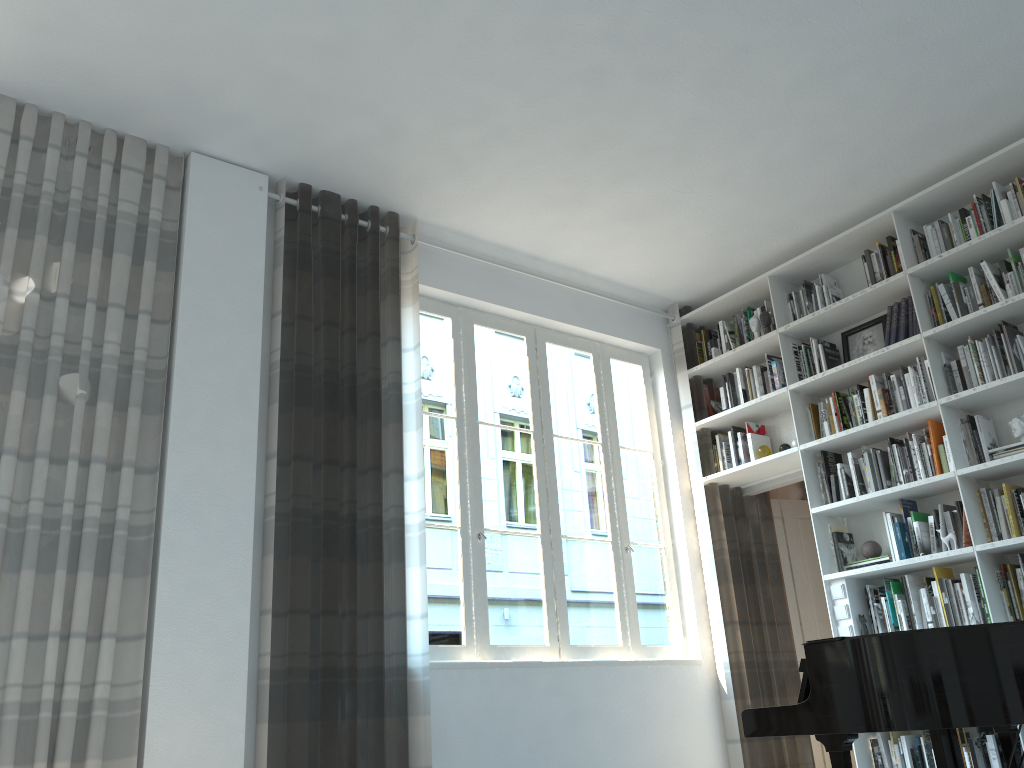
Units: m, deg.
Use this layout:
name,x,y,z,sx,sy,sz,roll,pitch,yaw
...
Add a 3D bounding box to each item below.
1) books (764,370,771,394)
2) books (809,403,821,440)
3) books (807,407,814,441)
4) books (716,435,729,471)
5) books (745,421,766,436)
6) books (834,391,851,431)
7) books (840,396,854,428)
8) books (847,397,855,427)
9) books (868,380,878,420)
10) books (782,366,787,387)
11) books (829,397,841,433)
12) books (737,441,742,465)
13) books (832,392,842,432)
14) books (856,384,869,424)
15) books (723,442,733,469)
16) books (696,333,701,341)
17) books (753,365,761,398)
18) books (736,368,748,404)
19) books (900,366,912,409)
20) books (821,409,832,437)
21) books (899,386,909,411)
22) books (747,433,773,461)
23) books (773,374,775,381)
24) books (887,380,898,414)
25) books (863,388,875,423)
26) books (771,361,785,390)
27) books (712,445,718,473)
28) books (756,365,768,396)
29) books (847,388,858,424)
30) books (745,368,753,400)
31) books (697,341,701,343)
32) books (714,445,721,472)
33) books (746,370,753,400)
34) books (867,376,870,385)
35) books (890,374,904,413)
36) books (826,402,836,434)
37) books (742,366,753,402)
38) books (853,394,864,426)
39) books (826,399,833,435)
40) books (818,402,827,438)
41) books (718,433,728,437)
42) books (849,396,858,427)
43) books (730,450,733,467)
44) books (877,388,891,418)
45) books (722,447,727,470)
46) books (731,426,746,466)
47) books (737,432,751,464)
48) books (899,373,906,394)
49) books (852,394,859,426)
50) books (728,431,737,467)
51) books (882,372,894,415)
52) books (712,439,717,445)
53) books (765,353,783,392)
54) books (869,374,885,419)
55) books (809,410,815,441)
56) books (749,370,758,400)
name,x,y,z,sx,sy,sz,roll,pitch,yaw
books,1.641,0.028,5.524,0.138,0.211,0.028,12,-26,-35
books,1.817,0.250,5.185,0.180,0.262,0.012,12,-26,-35
books,1.811,0.268,5.219,0.161,0.253,0.012,12,-26,-35
books,1.397,0.475,5.717,0.170,0.280,0.023,12,-26,-35
books,1.541,0.389,5.544,0.179,0.297,0.013,12,-26,-35
books,1.915,0.186,5.057,0.164,0.276,0.011,12,-26,-35
books,1.947,0.192,5.040,0.134,0.248,0.047,12,-26,-35
books,1.969,0.192,5.018,0.149,0.229,0.012,12,-26,-35
books,2.045,0.117,4.892,0.187,0.270,0.023,12,-26,-35
books,1.723,-0.006,5.429,0.146,0.195,0.029,12,-26,-35
books,1.903,0.209,5.080,0.187,0.251,0.014,12,-26,-35
books,1.495,0.463,5.582,0.181,0.192,0.024,12,-26,-35
books,1.915,0.191,5.075,0.164,0.279,0.020,12,-26,-35
books,2.007,0.144,4.958,0.180,0.271,0.014,12,-26,-35
books,1.425,0.488,5.673,0.181,0.219,0.010,12,-26,-35
books,1.312,-0.195,6.037,0.180,0.306,0.012,12,-26,-35
books,1.592,0.021,5.565,0.167,0.260,0.025,12,-26,-35
books,1.514,0.046,5.651,0.179,0.285,0.021,12,-26,-35
books,2.164,0.050,4.755,0.188,0.279,0.012,12,-26,-35
books,1.860,0.254,5.109,0.175,0.194,0.027,12,-26,-35
books,2.151,0.111,4.779,0.137,0.185,0.022,12,-26,-35
books,1.545,0.420,5.505,0.187,0.210,0.029,12,-26,-35
books,1.683,0.019,5.467,0.151,0.182,0.032,12,-26,-35
books,2.112,0.103,4.814,0.171,0.231,0.013,12,-26,-35
books,2.029,0.151,4.932,0.162,0.237,0.047,12,-26,-35
books,1.682,-0.016,5.440,0.191,0.228,0.029,12,-26,-35
books,1.372,0.514,5.740,0.179,0.227,0.013,12,-26,-35
books,1.608,0.017,5.542,0.166,0.250,0.030,12,-26,-35
books,1.971,0.166,5.014,0.150,0.276,0.013,12,-26,-35
books,1.556,0.039,5.614,0.162,0.267,0.013,12,-26,-35
books,1.332,-0.166,6.024,0.151,0.240,0.011,12,-26,-35
books,1.381,0.512,5.730,0.163,0.221,0.013,12,-26,-35
books,1.563,0.044,5.602,0.192,0.248,0.012,12,-26,-35
books,2.048,0.111,4.923,0.151,0.302,0.014,12,-26,-35
books,2.135,0.085,4.812,0.158,0.259,0.029,12,-26,-35
books,1.892,0.227,5.093,0.172,0.229,0.030,12,-26,-35
books,1.547,0.038,5.642,0.155,0.290,0.037,12,-26,-35
books,1.991,0.176,4.962,0.173,0.216,0.031,12,-26,-35
books,1.882,0.219,5.116,0.151,0.261,0.010,12,-26,-35
books,1.852,0.243,5.166,0.153,0.257,0.062,12,-26,-35
books,1.404,0.474,5.747,0.135,0.301,0.013,12,-26,-35
books,1.971,0.187,4.987,0.164,0.217,0.014,12,-26,-35
books,1.458,0.503,5.667,0.135,0.184,0.029,12,-26,-35
books,2.073,0.132,4.832,0.192,0.194,0.029,12,-26,-35
books,1.421,0.507,5.688,0.160,0.196,0.029,12,-26,-35
books,1.470,0.419,5.607,0.187,0.296,0.013,12,-26,-35
books,1.499,0.429,5.555,0.189,0.236,0.022,12,-26,-35
books,2.165,0.070,4.779,0.131,0.259,0.035,12,-26,-35
books,1.984,0.179,4.983,0.170,0.228,0.012,12,-26,-35
books,1.457,0.446,5.655,0.156,0.280,0.022,12,-26,-35
books,2.108,0.086,4.844,0.161,0.285,0.026,12,-26,-35
books,1.355,0.495,5.751,0.189,0.271,0.011,12,-26,-35
books,1.654,-0.033,5.495,0.189,0.302,0.012,12,-26,-35
books,2.056,0.100,4.872,0.185,0.284,0.030,12,-26,-35
books,1.814,0.271,5.197,0.151,0.231,0.022,12,-26,-35
books,1.573,0.041,5.589,0.174,0.243,0.022,12,-26,-35
